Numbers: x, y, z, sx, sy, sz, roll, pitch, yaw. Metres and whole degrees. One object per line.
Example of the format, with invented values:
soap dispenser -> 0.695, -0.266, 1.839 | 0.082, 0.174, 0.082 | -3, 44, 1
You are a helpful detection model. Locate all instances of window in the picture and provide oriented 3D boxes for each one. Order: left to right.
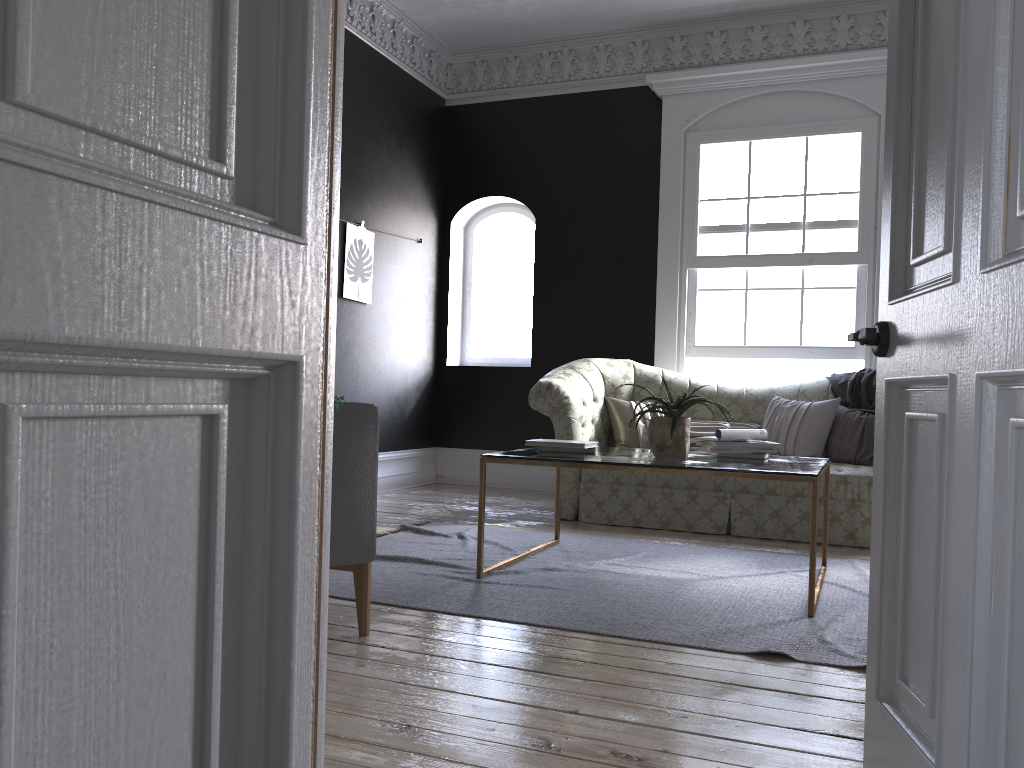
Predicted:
window -> -0.060, -0.920, 8.304 | 0.740, 1.457, 0.112 | 2, 1, 22
window -> 2.080, -1.111, 6.998 | 1.262, 1.672, 0.056 | 2, 1, 22

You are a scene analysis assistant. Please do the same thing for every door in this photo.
door -> 0.767, -0.307, 1.461 | 0.216, 2.374, 1.098 | 2, 0, 9

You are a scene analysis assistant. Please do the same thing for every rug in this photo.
rug -> 0.701, 0.890, 4.085 | 3.644, 0.050, 2.106 | 1, -1, 23

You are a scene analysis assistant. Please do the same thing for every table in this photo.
table -> 0.722, 0.626, 4.240 | 1.448, 0.558, 1.093 | 2, 0, 22

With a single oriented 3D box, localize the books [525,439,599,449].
books -> 0.246, 0.292, 4.341 | 0.307, 0.024, 0.220 | 2, -1, 22

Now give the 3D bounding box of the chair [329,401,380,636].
chair -> -0.970, 0.420, 3.188 | 0.770, 0.863, 0.818 | 2, 0, -27

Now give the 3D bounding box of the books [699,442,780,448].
books -> 1.114, 0.297, 4.356 | 0.318, 0.011, 0.252 | 2, -1, -6

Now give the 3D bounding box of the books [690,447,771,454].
books -> 1.071, 0.328, 4.372 | 0.318, 0.011, 0.252 | 2, -1, -11

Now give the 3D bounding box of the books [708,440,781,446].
books -> 1.122, 0.287, 4.351 | 0.318, 0.011, 0.252 | 2, -1, -1

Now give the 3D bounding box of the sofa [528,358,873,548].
sofa -> 1.661, 0.405, 6.224 | 2.812, 1.161, 1.606 | 2, 0, 23

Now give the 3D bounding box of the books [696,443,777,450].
books -> 1.100, 0.307, 4.369 | 0.318, 0.011, 0.252 | 2, -1, -6

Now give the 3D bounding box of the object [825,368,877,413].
object -> 2.600, 0.144, 5.955 | 0.517, 0.585, 1.367 | 2, 0, -19

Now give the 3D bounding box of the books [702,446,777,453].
books -> 1.115, 0.318, 4.365 | 0.318, 0.011, 0.252 | 2, -1, 4

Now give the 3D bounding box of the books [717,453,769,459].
books -> 1.134, 0.346, 4.353 | 0.231, 0.023, 0.162 | 1, -1, 23

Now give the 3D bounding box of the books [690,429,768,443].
books -> 1.045, 0.271, 4.373 | 0.322, 0.109, 0.273 | 2, -1, -33

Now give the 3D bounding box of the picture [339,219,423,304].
picture -> -1.639, -0.932, 5.703 | 0.058, 0.771, 4.458 | 2, 0, 22

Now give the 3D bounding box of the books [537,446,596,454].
books -> 0.273, 0.320, 4.400 | 0.289, 0.030, 0.193 | 2, -1, 6

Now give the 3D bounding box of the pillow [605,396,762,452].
pillow -> 1.191, 0.304, 6.339 | 1.105, 0.416, 0.529 | 2, 0, 22

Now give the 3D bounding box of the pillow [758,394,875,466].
pillow -> 2.127, 0.308, 5.985 | 0.963, 0.461, 0.405 | 2, 0, 30
